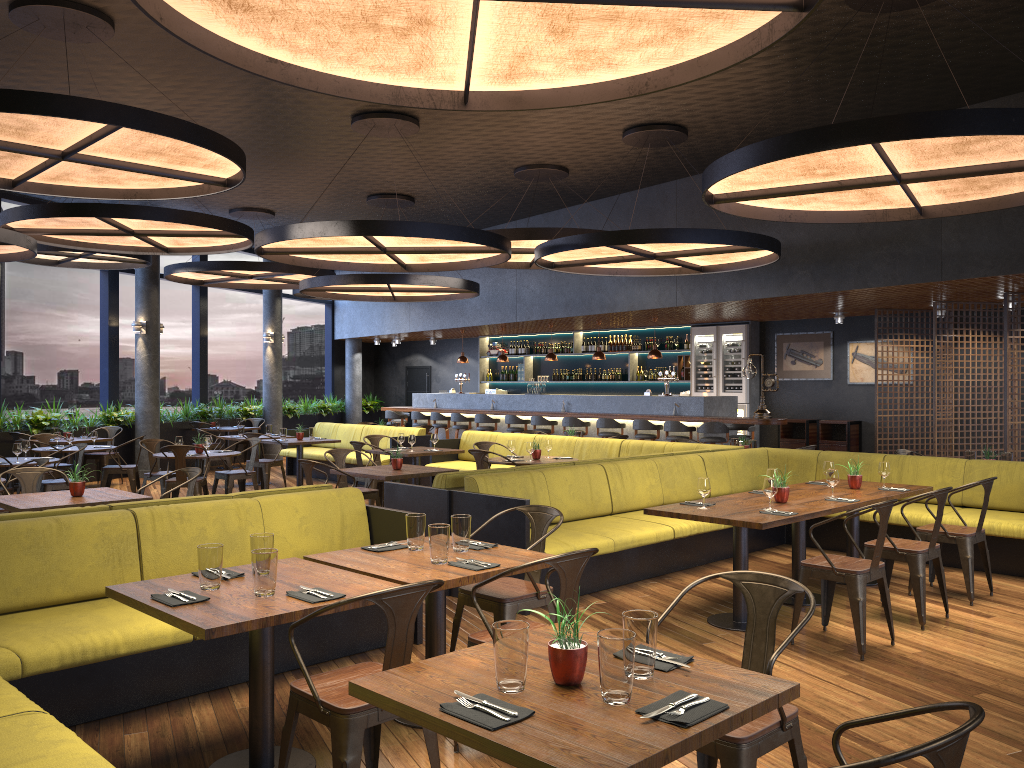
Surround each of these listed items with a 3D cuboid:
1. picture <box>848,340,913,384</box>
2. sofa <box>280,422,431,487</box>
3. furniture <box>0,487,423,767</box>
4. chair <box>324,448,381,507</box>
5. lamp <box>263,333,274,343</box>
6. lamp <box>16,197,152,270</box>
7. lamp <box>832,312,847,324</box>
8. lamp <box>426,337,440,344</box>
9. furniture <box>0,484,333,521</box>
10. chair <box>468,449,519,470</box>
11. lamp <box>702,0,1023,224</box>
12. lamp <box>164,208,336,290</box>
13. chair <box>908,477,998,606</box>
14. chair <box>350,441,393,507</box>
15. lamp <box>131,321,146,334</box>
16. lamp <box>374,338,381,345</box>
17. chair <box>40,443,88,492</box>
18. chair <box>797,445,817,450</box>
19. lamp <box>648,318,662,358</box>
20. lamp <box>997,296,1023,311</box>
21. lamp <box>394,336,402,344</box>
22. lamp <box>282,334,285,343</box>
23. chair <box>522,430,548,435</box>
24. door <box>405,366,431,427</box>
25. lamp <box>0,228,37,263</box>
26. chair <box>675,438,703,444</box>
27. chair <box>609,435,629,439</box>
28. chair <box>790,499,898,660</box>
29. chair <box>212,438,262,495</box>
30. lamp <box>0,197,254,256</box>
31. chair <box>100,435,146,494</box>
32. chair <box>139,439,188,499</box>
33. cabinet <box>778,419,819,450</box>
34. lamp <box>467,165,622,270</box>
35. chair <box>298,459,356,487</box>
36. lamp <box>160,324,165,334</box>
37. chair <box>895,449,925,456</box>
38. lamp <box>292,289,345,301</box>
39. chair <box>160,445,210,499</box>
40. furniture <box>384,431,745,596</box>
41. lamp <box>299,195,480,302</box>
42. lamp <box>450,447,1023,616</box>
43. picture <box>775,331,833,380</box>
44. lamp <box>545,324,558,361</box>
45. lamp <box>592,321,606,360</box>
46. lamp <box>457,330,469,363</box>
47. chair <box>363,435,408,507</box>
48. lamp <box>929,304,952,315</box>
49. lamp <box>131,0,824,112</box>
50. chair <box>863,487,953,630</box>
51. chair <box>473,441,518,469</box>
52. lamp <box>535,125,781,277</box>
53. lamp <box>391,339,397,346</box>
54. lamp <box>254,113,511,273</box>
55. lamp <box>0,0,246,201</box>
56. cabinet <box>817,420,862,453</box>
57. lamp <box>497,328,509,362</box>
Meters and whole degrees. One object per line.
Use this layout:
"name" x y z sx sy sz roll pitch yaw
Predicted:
"picture" 5.837 -0.345 14.087 0.028 0.697 1.039 0 0 -44
"sofa" -2.657 1.143 14.651 0.966 0.914 3.061 0 0 -44
"furniture" -0.649 1.142 3.158 3.378 0.916 4.755 0 0 -44
"chair" -1.654 1.139 9.165 0.504 0.917 0.541 0 0 -44
"lamp" -5.070 -0.963 18.361 0.215 0.215 0.189 0 0 6
"lamp" -6.430 -2.378 13.212 1.979 1.093 1.979 0 0 9
"lamp" 5.088 -1.028 13.789 0.228 0.172 0.228 0 0 -44
"lamp" -1.880 -1.028 21.098 0.228 0.172 0.228 0 0 -44
"furniture" -3.896 1.143 6.467 3.372 0.914 4.503 0 0 -44
"chair" -0.185 1.139 9.461 0.541 0.917 0.504 0 0 -44
"lamp" 2.787 -2.142 6.378 2.778 1.475 2.778 0 0 -44
"lamp" -4.390 -2.319 14.980 2.778 1.159 2.778 0 0 -9
"chair" 3.342 1.139 6.677 0.504 0.917 0.541 0 0 -44
"chair" -1.686 1.139 10.768 0.541 0.917 0.504 0 0 -44
"lamp" -6.351 -0.963 15.019 0.215 0.215 0.189 0 0 13
"lamp" -3.244 -1.028 21.354 0.228 0.172 0.228 0 0 -44
"chair" -5.104 1.139 10.027 0.541 0.917 0.504 0 0 -44
"chair" 3.180 1.139 10.091 0.504 0.917 0.541 0 0 -44
"lamp" 2.385 -0.768 14.794 0.250 0.673 0.250 0 0 -12
"lamp" 6.367 -1.028 11.340 0.228 0.172 0.228 0 0 -44
"lamp" -2.672 -1.028 20.747 0.228 0.172 0.228 0 0 -44
"lamp" -4.934 -0.963 18.908 0.215 0.215 0.189 0 0 24
"chair" 0.426 1.139 12.915 0.504 0.917 0.541 0 0 -44
"door" -2.363 0.572 22.475 0.137 2.056 1.012 0 0 -44
"lamp" -6.877 -2.218 9.900 2.778 1.363 2.778 0 0 14
"chair" 2.306 1.139 10.980 0.504 0.917 0.541 0 0 -44
"chair" 1.299 1.139 12.027 0.504 0.917 0.541 0 0 -44
"chair" 2.053 1.139 5.410 0.504 0.917 0.541 0 0 -44
"chair" -3.420 1.139 11.081 0.541 0.917 0.504 0 0 -44
"lamp" -4.537 -2.319 10.625 2.778 1.159 2.778 0 0 23
"chair" -5.155 1.139 11.773 0.541 0.917 0.504 0 0 -14
"chair" -4.285 1.139 10.921 0.541 0.917 0.504 0 0 27
"cabinet" 4.794 1.097 14.834 0.473 1.007 0.553 0 0 -44
"lamp" 0.401 -2.319 12.086 2.778 1.159 2.778 0 0 6
"chair" -1.697 1.139 8.215 0.541 0.917 0.504 0 0 -44
"lamp" -6.194 -0.963 15.560 0.215 0.215 0.189 0 0 21
"chair" 4.220 1.139 9.064 0.504 0.917 0.541 0 0 -44
"lamp" -3.559 -2.378 18.492 1.979 1.093 1.979 0 0 9
"chair" -3.749 1.139 10.184 0.504 0.917 0.541 0 0 -5
"furniture" 0.587 1.143 8.990 7.462 0.914 4.895 0 0 41
"lamp" -1.895 -2.142 13.866 2.778 1.475 2.778 0 0 10
"lamp" 3.820 0.243 8.790 9.057 2.714 3.017 0 0 -44
"picture" 4.928 -0.468 15.013 0.028 0.809 1.039 0 0 -44
"lamp" 0.729 -0.768 16.479 0.250 0.673 0.250 0 0 -12
"lamp" 1.538 -0.768 15.656 0.250 0.673 0.250 0 0 -12
"lamp" -1.017 -0.768 18.256 0.250 0.673 0.250 0 0 33
"chair" -1.685 1.139 11.749 0.504 0.917 0.541 0 0 -44
"lamp" 6.028 -1.028 12.478 0.228 0.172 0.228 0 0 -44
"lamp" -0.140 -2.218 3.615 2.778 1.363 2.778 0 0 10
"chair" 2.695 1.139 6.041 0.504 0.917 0.541 0 0 -44
"chair" -0.171 1.139 10.344 0.504 0.917 0.541 0 0 -44
"lamp" 1.650 -2.142 10.227 2.778 1.475 2.778 0 0 -40
"lamp" -2.939 -1.028 22.176 0.228 0.172 0.228 0 0 -44
"lamp" -1.396 -2.142 9.790 2.778 1.475 2.778 0 0 5
"lamp" -3.557 -2.319 7.025 2.778 1.159 2.778 0 0 35
"cabinet" 5.281 1.097 14.338 0.473 1.007 0.553 0 0 -44
"lamp" -0.181 -0.768 17.405 0.250 0.673 0.250 0 0 -12
